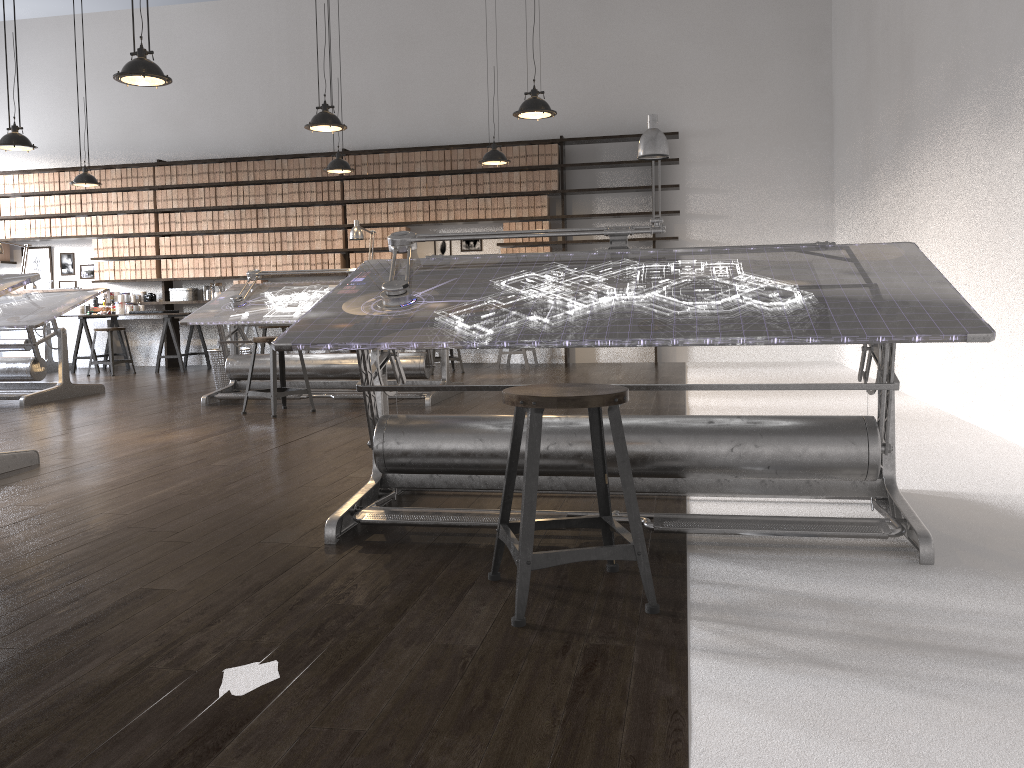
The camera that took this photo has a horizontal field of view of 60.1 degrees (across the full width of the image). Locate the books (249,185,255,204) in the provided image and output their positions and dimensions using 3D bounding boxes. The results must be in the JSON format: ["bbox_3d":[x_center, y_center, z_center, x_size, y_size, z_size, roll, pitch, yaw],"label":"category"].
[{"bbox_3d":[-2.983,-2.190,10.314,0.066,0.225,0.175,-1,4,11],"label":"books"}]

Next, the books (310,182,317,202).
[{"bbox_3d":[-2.247,-2.193,10.168,0.066,0.225,0.175,-1,4,11],"label":"books"}]

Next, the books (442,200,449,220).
[{"bbox_3d":[-0.728,-1.932,9.882,0.066,0.225,0.175,-1,4,11],"label":"books"}]

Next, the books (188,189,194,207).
[{"bbox_3d":[-3.750,-2.187,10.467,0.066,0.225,0.175,-1,4,11],"label":"books"}]

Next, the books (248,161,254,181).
[{"bbox_3d":[-2.997,-2.466,10.303,0.066,0.225,0.175,-1,4,11],"label":"books"}]

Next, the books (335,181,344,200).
[{"bbox_3d":[-1.956,-2.195,10.114,0.066,0.225,0.175,-1,4,11],"label":"books"}]

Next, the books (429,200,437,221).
[{"bbox_3d":[-0.865,-1.932,9.910,0.067,0.225,0.175,-1,4,11],"label":"books"}]

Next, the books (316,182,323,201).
[{"bbox_3d":[-2.176,-2.194,10.159,0.066,0.225,0.175,-1,4,11],"label":"books"}]

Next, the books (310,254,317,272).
[{"bbox_3d":[-2.259,-1.381,10.217,0.066,0.225,0.175,-1,4,11],"label":"books"}]

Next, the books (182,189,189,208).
[{"bbox_3d":[-3.818,-2.186,10.474,0.067,0.225,0.175,-1,4,11],"label":"books"}]

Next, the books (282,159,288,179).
[{"bbox_3d":[-2.583,-2.468,10.222,0.066,0.225,0.175,-1,4,11],"label":"books"}]

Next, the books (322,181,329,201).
[{"bbox_3d":[-2.104,-2.194,10.139,0.067,0.225,0.175,-1,4,11],"label":"books"}]

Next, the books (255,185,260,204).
[{"bbox_3d":[-2.921,-2.190,10.303,0.066,0.225,0.175,-1,4,11],"label":"books"}]

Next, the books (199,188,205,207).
[{"bbox_3d":[-3.612,-2.187,10.436,0.066,0.225,0.175,-1,4,11],"label":"books"}]

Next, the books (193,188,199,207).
[{"bbox_3d":[-3.681,-2.187,10.454,0.066,0.225,0.175,-1,4,11],"label":"books"}]

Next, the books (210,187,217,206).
[{"bbox_3d":[-3.469,-2.187,10.407,0.067,0.225,0.175,-1,4,11],"label":"books"}]

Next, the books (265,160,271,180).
[{"bbox_3d":[-2.786,-2.467,10.263,0.066,0.225,0.175,-1,4,11],"label":"books"}]

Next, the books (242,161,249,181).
[{"bbox_3d":[-3.069,-2.465,10.313,0.066,0.225,0.175,-1,4,11],"label":"books"}]

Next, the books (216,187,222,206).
[{"bbox_3d":[-3.395,-2.188,10.398,0.066,0.225,0.175,-1,4,11],"label":"books"}]

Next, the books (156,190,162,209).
[{"bbox_3d":[-4.152,-2.185,10.547,0.066,0.225,0.175,-1,4,11],"label":"books"}]

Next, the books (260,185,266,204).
[{"bbox_3d":[-2.857,-2.190,10.286,0.067,0.225,0.175,-1,4,11],"label":"books"}]

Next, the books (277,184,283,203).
[{"bbox_3d":[-2.650,-2.191,10.247,0.067,0.225,0.175,-1,4,11],"label":"books"}]

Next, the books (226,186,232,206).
[{"bbox_3d":[-3.270,-2.188,10.367,0.067,0.225,0.175,-1,4,11],"label":"books"}]

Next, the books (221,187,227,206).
[{"bbox_3d":[-3.331,-2.188,10.383,0.066,0.225,0.175,-1,4,11],"label":"books"}]

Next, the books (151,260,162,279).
[{"bbox_3d":[-4.235,-1.371,10.598,0.067,0.225,0.175,-1,4,11],"label":"books"}]

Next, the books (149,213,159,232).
[{"bbox_3d":[-4.246,-1.917,10.578,0.066,0.225,0.175,-1,4,11],"label":"books"}]

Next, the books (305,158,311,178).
[{"bbox_3d":[-2.306,-2.469,10.167,0.066,0.225,0.175,-1,4,11],"label":"books"}]

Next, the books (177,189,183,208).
[{"bbox_3d":[-3.882,-2.186,10.492,0.066,0.225,0.175,-1,4,11],"label":"books"}]

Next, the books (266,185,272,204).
[{"bbox_3d":[-2.787,-2.191,10.280,0.066,0.225,0.175,-1,4,11],"label":"books"}]

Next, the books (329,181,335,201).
[{"bbox_3d":[-2.030,-2.195,10.131,0.066,0.225,0.175,-1,4,11],"label":"books"}]

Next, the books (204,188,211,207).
[{"bbox_3d":[-3.541,-2.188,10.427,0.066,0.225,0.175,-1,4,11],"label":"books"}]

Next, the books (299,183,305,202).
[{"bbox_3d":[-2.385,-2.193,10.200,0.066,0.225,0.175,-1,4,11],"label":"books"}]

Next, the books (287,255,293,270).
[{"bbox_3d":[-2.535,-1.379,10.264,0.067,0.225,0.175,-1,4,11],"label":"books"}]

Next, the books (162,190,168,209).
[{"bbox_3d":[-4.084,-2.185,10.532,0.066,0.225,0.175,-1,4,11],"label":"books"}]

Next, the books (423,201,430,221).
[{"bbox_3d":[-0.938,-1.932,9.930,0.066,0.225,0.175,-1,4,11],"label":"books"}]

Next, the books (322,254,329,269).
[{"bbox_3d":[-2.113,-1.381,10.188,0.066,0.225,0.175,-1,4,11],"label":"books"}]

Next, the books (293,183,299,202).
[{"bbox_3d":[-2.452,-2.192,10.207,0.067,0.225,0.175,-1,4,11],"label":"books"}]

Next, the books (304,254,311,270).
[{"bbox_3d":[-2.330,-1.380,10.226,0.066,0.225,0.175,-1,4,11],"label":"books"}]

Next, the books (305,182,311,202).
[{"bbox_3d":[-2.315,-2.193,10.186,0.066,0.225,0.175,-1,4,11],"label":"books"}]

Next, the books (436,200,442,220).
[{"bbox_3d":[-0.791,-1.932,9.902,0.066,0.225,0.175,-1,4,11],"label":"books"}]

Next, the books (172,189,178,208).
[{"bbox_3d":[-3.944,-2.185,10.502,0.066,0.225,0.175,-1,4,11],"label":"books"}]

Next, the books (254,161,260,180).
[{"bbox_3d":[-2.928,-2.467,10.293,0.066,0.225,0.175,-1,4,11],"label":"books"}]

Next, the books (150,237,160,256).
[{"bbox_3d":[-4.238,-1.640,10.584,0.067,0.225,0.175,-1,4,11],"label":"books"}]

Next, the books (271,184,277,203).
[{"bbox_3d":[-2.719,-2.191,10.264,0.066,0.225,0.175,-1,4,11],"label":"books"}]

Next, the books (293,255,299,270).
[{"bbox_3d":[-2.468,-1.380,10.257,0.066,0.225,0.175,-1,4,11],"label":"books"}]

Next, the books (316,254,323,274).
[{"bbox_3d":[-2.187,-1.380,10.197,0.067,0.225,0.175,-1,4,11],"label":"books"}]

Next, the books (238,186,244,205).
[{"bbox_3d":[-3.127,-2.189,10.342,0.066,0.225,0.175,-1,4,11],"label":"books"}]

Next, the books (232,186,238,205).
[{"bbox_3d":[-3.199,-2.188,10.353,0.066,0.225,0.175,-1,4,11],"label":"books"}]

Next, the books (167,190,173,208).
[{"bbox_3d":[-4.016,-2.185,10.514,0.067,0.225,0.175,-1,4,11],"label":"books"}]

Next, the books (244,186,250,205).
[{"bbox_3d":[-3.055,-2.189,10.326,0.067,0.225,0.175,-1,4,11],"label":"books"}]

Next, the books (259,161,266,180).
[{"bbox_3d":[-2.860,-2.467,10.278,0.066,0.225,0.175,-1,4,11],"label":"books"}]

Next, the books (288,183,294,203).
[{"bbox_3d":[-2.517,-2.192,10.224,0.066,0.225,0.175,-1,4,11],"label":"books"}]

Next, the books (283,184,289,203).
[{"bbox_3d":[-2.579,-2.192,10.235,0.066,0.225,0.175,-1,4,11],"label":"books"}]
